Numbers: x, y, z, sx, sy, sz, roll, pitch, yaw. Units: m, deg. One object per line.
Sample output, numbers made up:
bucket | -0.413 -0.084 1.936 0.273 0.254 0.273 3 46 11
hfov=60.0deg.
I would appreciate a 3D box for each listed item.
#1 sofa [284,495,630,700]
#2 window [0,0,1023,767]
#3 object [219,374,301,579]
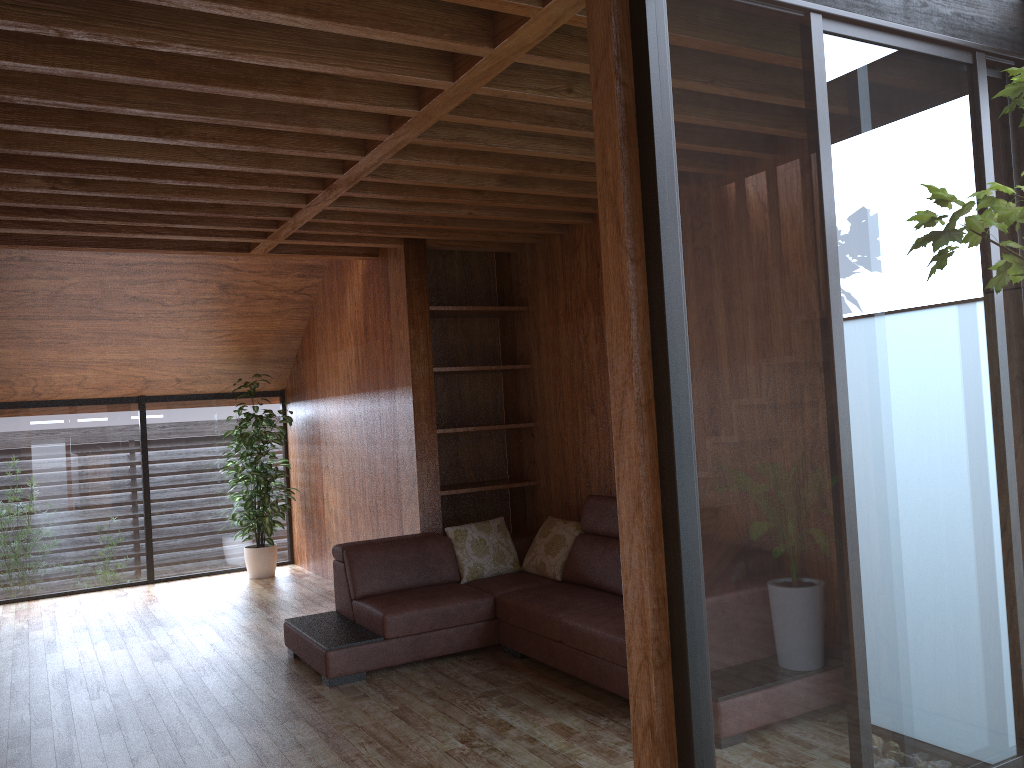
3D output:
sofa | 0.067 0.992 4.196 1.711 0.760 2.488 -3 -2 -29
window | 0.203 -0.880 1.393 4.133 5.131 13.872 -3 -2 -29
object | -2.100 0.753 7.362 0.641 1.689 0.675 -3 -1 -22
